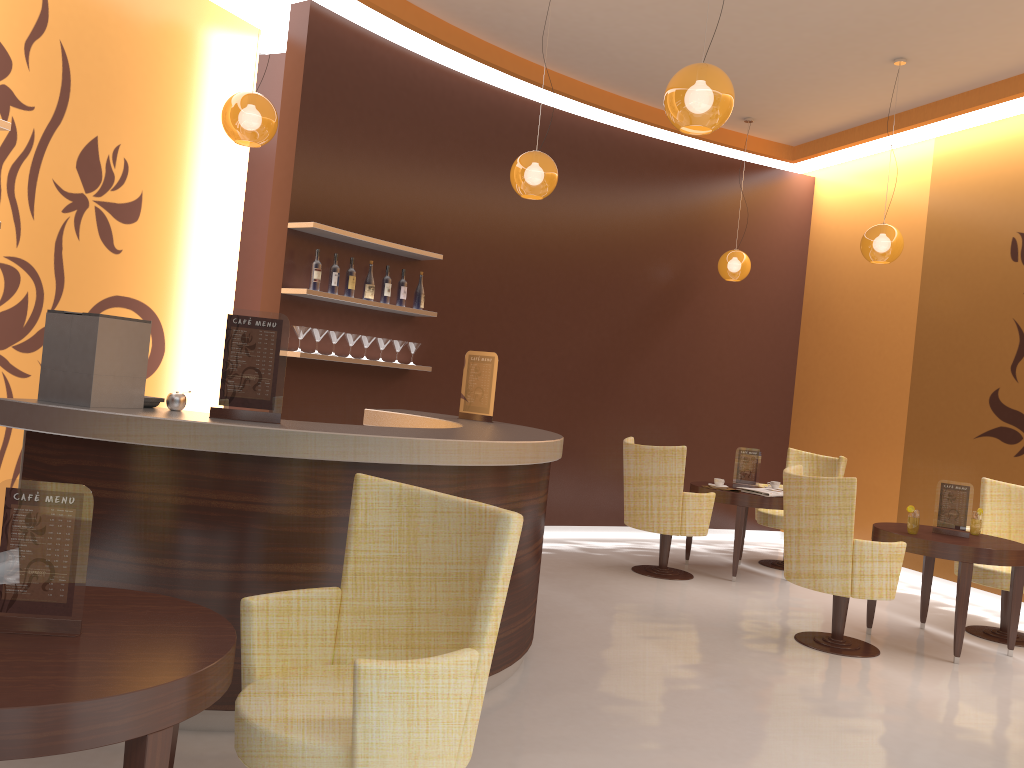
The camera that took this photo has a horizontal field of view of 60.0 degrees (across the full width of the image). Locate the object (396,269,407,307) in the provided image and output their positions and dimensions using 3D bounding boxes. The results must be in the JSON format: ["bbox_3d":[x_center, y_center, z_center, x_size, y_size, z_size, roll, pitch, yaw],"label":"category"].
[{"bbox_3d":[-0.833,-0.723,6.728,0.073,0.297,0.073,6,0,16],"label":"object"}]

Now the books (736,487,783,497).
[{"bbox_3d":[2.004,0.850,6.978,0.367,0.035,0.345,6,0,-32],"label":"books"}]

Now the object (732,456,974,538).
[{"bbox_3d":[2.355,0.734,6.365,0.187,0.335,2.090,6,0,-26],"label":"object"}]

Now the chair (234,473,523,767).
[{"bbox_3d":[-0.380,0.792,2.369,0.685,1.017,0.729,6,0,-44],"label":"chair"}]

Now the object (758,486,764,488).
[{"bbox_3d":[2.201,0.877,7.363,0.239,0.021,0.464,6,0,-26],"label":"object"}]

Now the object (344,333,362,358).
[{"bbox_3d":[-1.162,-0.272,6.397,0.137,0.174,0.137,6,0,43],"label":"object"}]

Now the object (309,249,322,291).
[{"bbox_3d":[-1.342,-0.776,6.074,0.073,0.297,0.073,6,0,16],"label":"object"}]

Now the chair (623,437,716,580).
[{"bbox_3d":[1.174,0.955,6.850,0.685,1.017,0.729,6,0,-25],"label":"chair"}]

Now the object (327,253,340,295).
[{"bbox_3d":[-1.245,-0.766,6.214,0.073,0.297,0.073,6,0,16],"label":"object"}]

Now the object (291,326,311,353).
[{"bbox_3d":[-1.440,-0.302,6.026,0.137,0.174,0.137,6,0,33],"label":"object"}]

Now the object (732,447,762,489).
[{"bbox_3d":[1.927,0.692,7.264,0.209,0.335,0.042,6,0,1],"label":"object"}]

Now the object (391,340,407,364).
[{"bbox_3d":[-0.871,-0.242,6.748,0.137,0.174,0.137,6,0,3],"label":"object"}]

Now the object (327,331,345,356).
[{"bbox_3d":[-1.259,-0.283,6.278,0.137,0.174,0.137,6,0,43],"label":"object"}]

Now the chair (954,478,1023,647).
[{"bbox_3d":[3.360,1.173,5.896,0.685,1.017,0.729,6,0,-34],"label":"chair"}]

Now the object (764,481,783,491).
[{"bbox_3d":[2.186,0.846,7.362,0.153,0.069,0.153,6,0,-38],"label":"object"}]

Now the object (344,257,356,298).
[{"bbox_3d":[-1.154,-0.756,6.341,0.073,0.297,0.073,6,0,-24],"label":"object"}]

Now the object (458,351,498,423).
[{"bbox_3d":[-0.199,0.012,5.294,0.258,0.414,0.052,6,0,37],"label":"object"}]

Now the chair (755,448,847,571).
[{"bbox_3d":[2.493,1.089,7.741,0.685,1.017,0.729,6,0,-22],"label":"chair"}]

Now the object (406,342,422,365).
[{"bbox_3d":[-0.769,-0.232,6.865,0.137,0.174,0.137,6,0,43],"label":"object"}]

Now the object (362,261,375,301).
[{"bbox_3d":[-1.043,-0.750,6.491,0.086,0.303,0.086,6,0,-38],"label":"object"}]

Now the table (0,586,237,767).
[{"bbox_3d":[-1.096,0.890,1.960,0.872,0.679,0.874,6,0,25],"label":"table"}]

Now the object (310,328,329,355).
[{"bbox_3d":[-1.349,-0.292,6.152,0.137,0.174,0.137,6,0,33],"label":"object"}]

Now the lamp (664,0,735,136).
[{"bbox_3d":[0.866,-1.836,3.814,0.299,1.500,0.299,6,0,-44],"label":"lamp"}]

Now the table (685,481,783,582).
[{"bbox_3d":[1.861,1.195,7.216,0.872,0.679,0.874,6,0,15],"label":"table"}]

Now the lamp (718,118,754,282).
[{"bbox_3d":[2.116,-1.704,8.198,0.299,1.500,0.299,6,0,-22],"label":"lamp"}]

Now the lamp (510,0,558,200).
[{"bbox_3d":[0.198,-1.900,5.485,0.299,1.500,0.299,6,0,-4],"label":"lamp"}]

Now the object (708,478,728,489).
[{"bbox_3d":[1.646,0.792,7.067,0.153,0.069,0.153,6,0,5],"label":"object"}]

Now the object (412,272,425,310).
[{"bbox_3d":[-0.714,-0.717,6.858,0.086,0.303,0.086,6,0,-8],"label":"object"}]

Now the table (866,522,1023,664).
[{"bbox_3d":[2.666,1.273,5.481,0.872,0.679,0.874,6,0,10],"label":"table"}]

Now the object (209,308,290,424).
[{"bbox_3d":[-0.978,-0.069,3.319,0.258,0.414,0.052,6,0,-8],"label":"object"}]

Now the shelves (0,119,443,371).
[{"bbox_3d":[-1.814,-0.672,4.883,0.586,0.902,4.744,6,0,25],"label":"shelves"}]

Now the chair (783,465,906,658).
[{"bbox_3d":[1.916,1.027,5.222,0.685,1.017,0.729,6,0,-5],"label":"chair"}]

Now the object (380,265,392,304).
[{"bbox_3d":[-0.937,-0.734,6.608,0.073,0.297,0.073,6,0,16],"label":"object"}]

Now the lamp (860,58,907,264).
[{"bbox_3d":[2.784,-1.639,6.528,0.299,1.500,0.299,6,0,21],"label":"lamp"}]

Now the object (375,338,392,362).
[{"bbox_3d":[-0.975,-0.253,6.631,0.137,0.174,0.137,6,0,43],"label":"object"}]

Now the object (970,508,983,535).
[{"bbox_3d":[2.956,0.876,5.647,0.067,0.171,0.072,6,0,26],"label":"object"}]

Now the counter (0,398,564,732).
[{"bbox_3d":[-0.636,0.728,4.243,1.586,1.100,2.917,6,0,23],"label":"counter"}]

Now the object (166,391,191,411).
[{"bbox_3d":[-1.323,0.066,3.495,0.075,0.077,0.075,6,0,37],"label":"object"}]

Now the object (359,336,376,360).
[{"bbox_3d":[-1.073,-0.263,6.514,0.137,0.174,0.137,6,0,43],"label":"object"}]

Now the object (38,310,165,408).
[{"bbox_3d":[-1.553,-0.089,3.420,0.270,0.340,0.373,6,0,23],"label":"object"}]

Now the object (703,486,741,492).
[{"bbox_3d":[1.627,0.819,7.057,0.239,0.021,0.464,6,0,-8],"label":"object"}]

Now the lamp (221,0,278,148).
[{"bbox_3d":[-1.371,-2.059,4.851,0.299,1.500,0.299,6,0,-4],"label":"lamp"}]

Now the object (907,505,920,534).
[{"bbox_3d":[2.430,0.822,5.365,0.072,0.171,0.067,6,0,-39],"label":"object"}]

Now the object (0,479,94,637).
[{"bbox_3d":[-1.054,0.385,1.975,0.209,0.335,0.042,6,0,-8],"label":"object"}]
